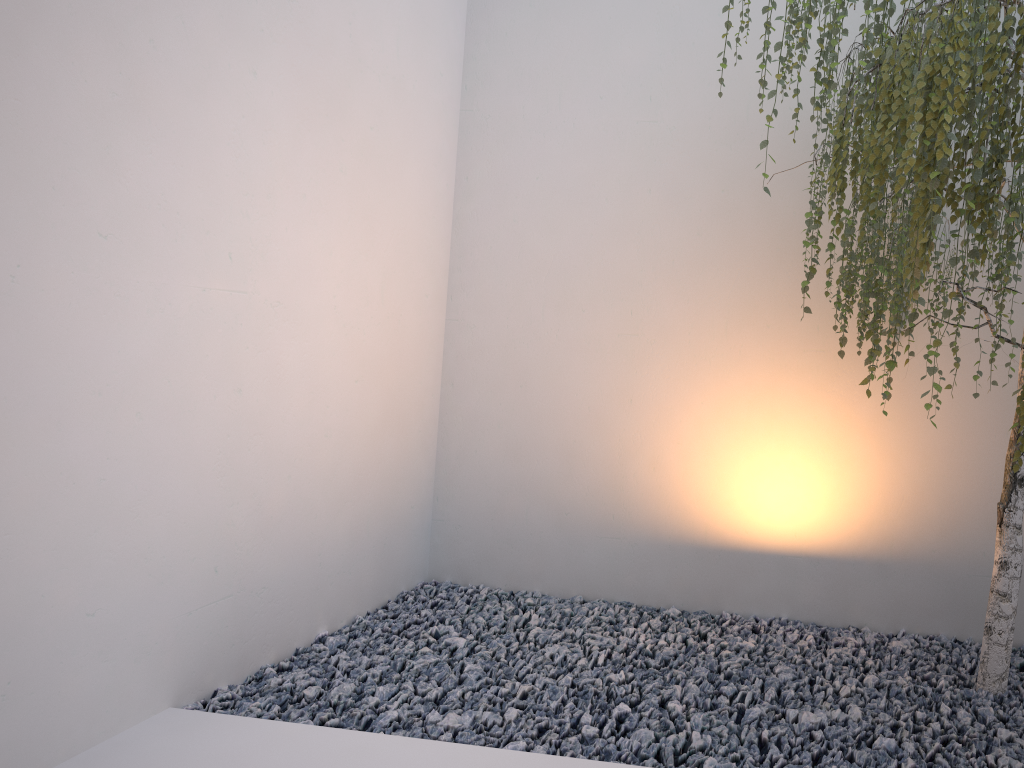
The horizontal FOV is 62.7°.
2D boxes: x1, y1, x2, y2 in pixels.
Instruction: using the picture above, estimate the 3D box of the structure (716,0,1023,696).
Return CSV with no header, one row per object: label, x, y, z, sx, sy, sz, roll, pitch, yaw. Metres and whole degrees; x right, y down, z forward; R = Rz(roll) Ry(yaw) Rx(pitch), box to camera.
structure,1.777,-0.875,2.529,2.372,4.008,1.808,4,5,7
